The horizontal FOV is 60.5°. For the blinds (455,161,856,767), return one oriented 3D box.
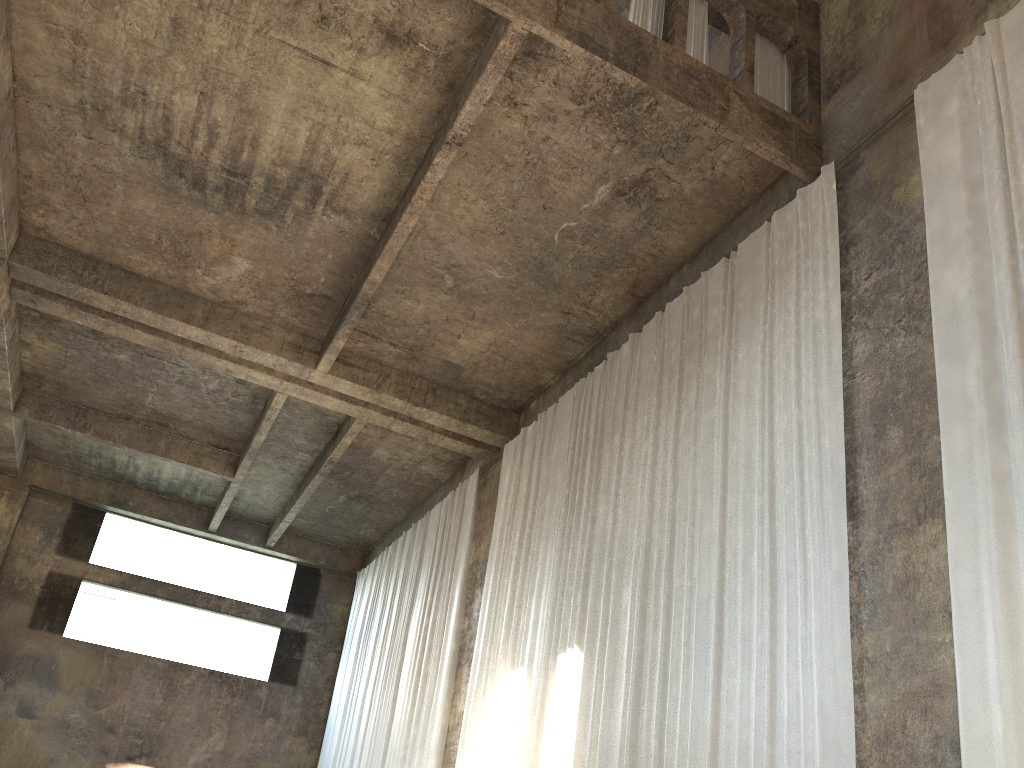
[{"bbox_3d":[0.993,3.065,10.342,0.278,8.191,8.150,18,-29,-18],"label":"blinds"}]

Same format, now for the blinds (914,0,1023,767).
[{"bbox_3d":[4.784,-0.683,3.077,0.278,8.191,8.150,18,-29,-18],"label":"blinds"}]

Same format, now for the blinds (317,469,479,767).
[{"bbox_3d":[-2.811,6.825,17.628,0.279,8.191,8.136,19,-30,-19],"label":"blinds"}]
